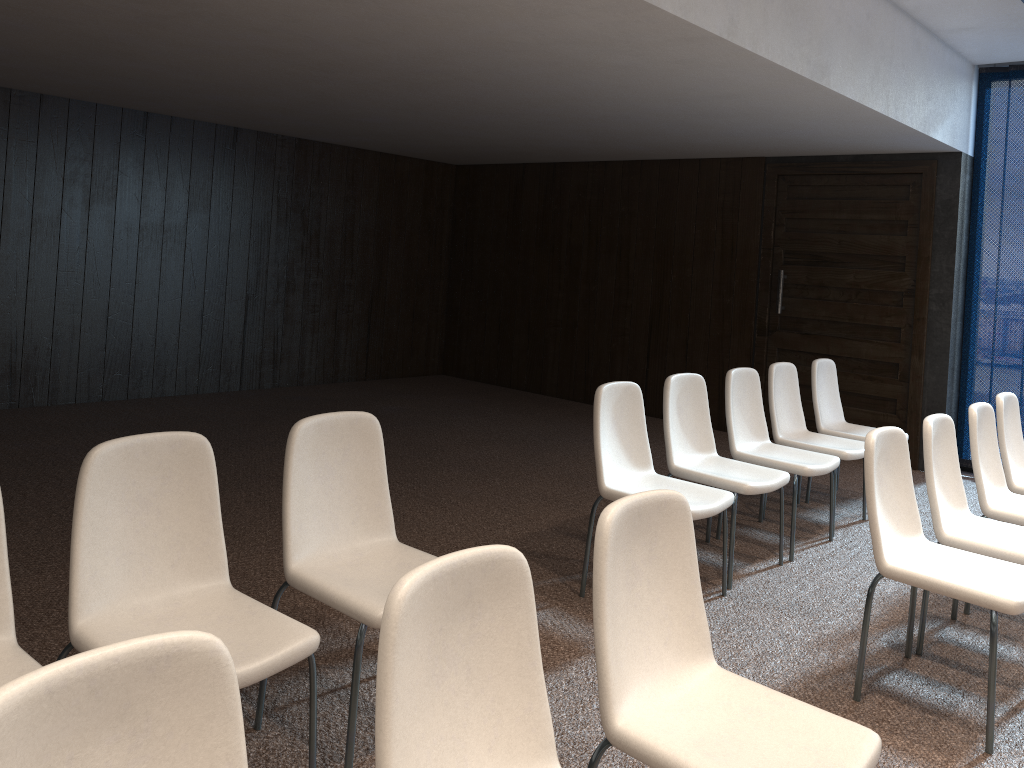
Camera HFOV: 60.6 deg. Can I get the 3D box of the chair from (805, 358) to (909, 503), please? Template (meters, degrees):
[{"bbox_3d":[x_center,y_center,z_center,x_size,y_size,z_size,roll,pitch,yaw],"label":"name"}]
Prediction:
[{"bbox_3d":[2.216,0.318,5.641,0.562,0.899,0.530,6,2,41],"label":"chair"}]

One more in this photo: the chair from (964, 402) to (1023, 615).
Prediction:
[{"bbox_3d":[2.347,0.576,3.936,0.562,0.899,0.530,6,3,41],"label":"chair"}]

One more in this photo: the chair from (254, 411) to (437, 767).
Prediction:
[{"bbox_3d":[-0.409,0.578,2.657,0.562,0.899,0.530,6,2,40],"label":"chair"}]

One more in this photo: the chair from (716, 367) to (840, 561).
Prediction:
[{"bbox_3d":[1.447,0.395,4.763,0.562,0.899,0.530,6,3,42],"label":"chair"}]

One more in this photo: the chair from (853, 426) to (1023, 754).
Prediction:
[{"bbox_3d":[1.526,0.649,3.063,0.562,0.899,0.530,6,3,43],"label":"chair"}]

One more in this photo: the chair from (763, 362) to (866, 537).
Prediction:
[{"bbox_3d":[1.815,0.352,5.222,0.562,0.899,0.530,6,3,41],"label":"chair"}]

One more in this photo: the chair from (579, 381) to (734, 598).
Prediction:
[{"bbox_3d":[0.642,0.475,3.840,0.562,0.899,0.530,6,2,40],"label":"chair"}]

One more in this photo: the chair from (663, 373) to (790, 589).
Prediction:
[{"bbox_3d":[1.033,0.432,4.318,0.562,0.899,0.530,6,3,43],"label":"chair"}]

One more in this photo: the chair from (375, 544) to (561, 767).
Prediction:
[{"bbox_3d":[0.066,0.792,1.412,0.562,0.899,0.530,6,2,40],"label":"chair"}]

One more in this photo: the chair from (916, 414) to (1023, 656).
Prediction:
[{"bbox_3d":[1.925,0.614,3.480,0.562,0.899,0.530,6,3,41],"label":"chair"}]

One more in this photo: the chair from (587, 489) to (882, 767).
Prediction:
[{"bbox_3d":[0.462,0.747,1.902,0.562,0.899,0.530,6,3,43],"label":"chair"}]

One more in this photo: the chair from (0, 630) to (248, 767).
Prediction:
[{"bbox_3d":[-0.362,0.829,0.964,0.562,0.899,0.530,6,2,40],"label":"chair"}]

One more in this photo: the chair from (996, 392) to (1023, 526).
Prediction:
[{"bbox_3d":[2.734,0.532,4.410,0.562,0.899,0.530,6,3,41],"label":"chair"}]

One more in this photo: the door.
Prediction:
[{"bbox_3d":[2.721,-0.639,7.268,1.410,2.402,0.268,5,1,41],"label":"door"}]

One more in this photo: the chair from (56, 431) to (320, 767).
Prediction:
[{"bbox_3d":[-0.811,0.620,2.190,0.562,0.899,0.530,6,2,40],"label":"chair"}]

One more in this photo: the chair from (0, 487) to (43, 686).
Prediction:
[{"bbox_3d":[-1.183,0.655,1.780,0.562,0.899,0.530,6,3,41],"label":"chair"}]
